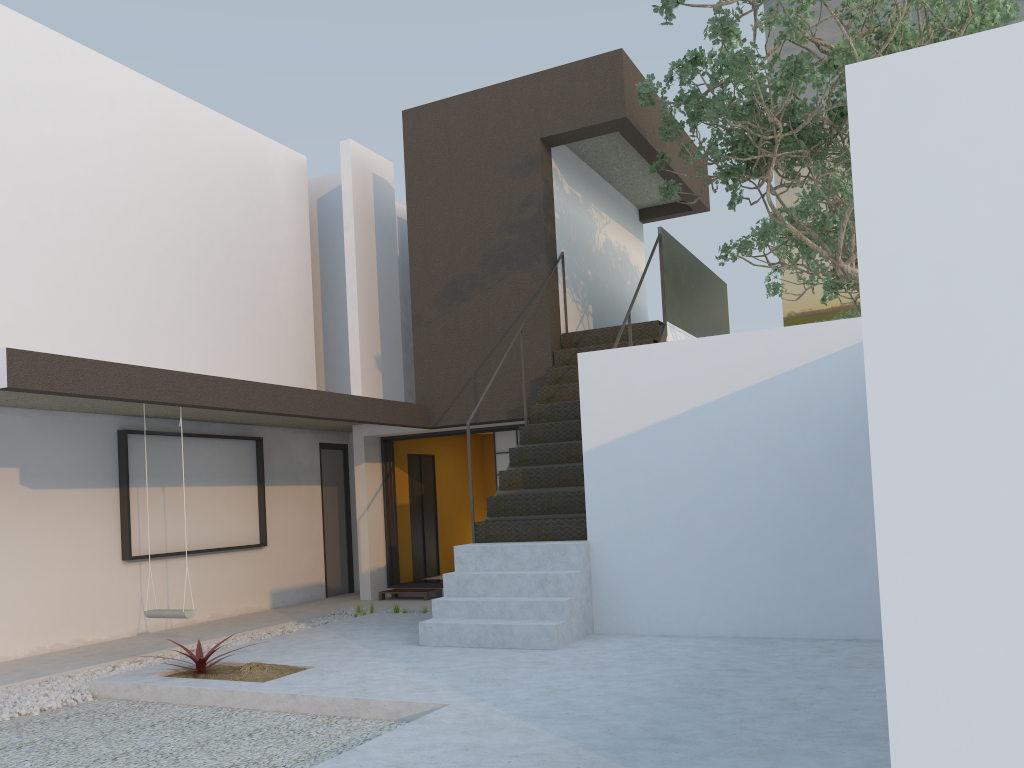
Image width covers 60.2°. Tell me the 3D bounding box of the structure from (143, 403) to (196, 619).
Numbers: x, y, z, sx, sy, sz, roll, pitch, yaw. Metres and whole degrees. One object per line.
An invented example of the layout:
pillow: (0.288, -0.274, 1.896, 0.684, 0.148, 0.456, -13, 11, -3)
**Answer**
structure: (-2.871, 1.006, 7.323, 0.463, 1.860, 0.129, -4, -2, 26)

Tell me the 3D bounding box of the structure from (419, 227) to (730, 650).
structure: (1.144, 0.316, 9.600, 1.161, 3.928, 6.569, -4, -6, 26)

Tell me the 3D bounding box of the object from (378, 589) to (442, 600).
object: (-1.252, 2.593, 10.880, 0.705, 0.100, 0.351, -7, -8, 26)

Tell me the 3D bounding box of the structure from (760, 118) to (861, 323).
structure: (6.777, -1.697, 13.625, 5.512, 4.683, 7.342, -3, -6, 6)

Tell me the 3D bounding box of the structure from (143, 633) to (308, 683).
structure: (-2.012, 1.950, 6.195, 1.207, 0.290, 0.749, -6, -8, 26)

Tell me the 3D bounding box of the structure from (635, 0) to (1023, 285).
structure: (3.349, -2.130, 7.969, 4.337, 3.685, 5.777, -3, -6, 6)
